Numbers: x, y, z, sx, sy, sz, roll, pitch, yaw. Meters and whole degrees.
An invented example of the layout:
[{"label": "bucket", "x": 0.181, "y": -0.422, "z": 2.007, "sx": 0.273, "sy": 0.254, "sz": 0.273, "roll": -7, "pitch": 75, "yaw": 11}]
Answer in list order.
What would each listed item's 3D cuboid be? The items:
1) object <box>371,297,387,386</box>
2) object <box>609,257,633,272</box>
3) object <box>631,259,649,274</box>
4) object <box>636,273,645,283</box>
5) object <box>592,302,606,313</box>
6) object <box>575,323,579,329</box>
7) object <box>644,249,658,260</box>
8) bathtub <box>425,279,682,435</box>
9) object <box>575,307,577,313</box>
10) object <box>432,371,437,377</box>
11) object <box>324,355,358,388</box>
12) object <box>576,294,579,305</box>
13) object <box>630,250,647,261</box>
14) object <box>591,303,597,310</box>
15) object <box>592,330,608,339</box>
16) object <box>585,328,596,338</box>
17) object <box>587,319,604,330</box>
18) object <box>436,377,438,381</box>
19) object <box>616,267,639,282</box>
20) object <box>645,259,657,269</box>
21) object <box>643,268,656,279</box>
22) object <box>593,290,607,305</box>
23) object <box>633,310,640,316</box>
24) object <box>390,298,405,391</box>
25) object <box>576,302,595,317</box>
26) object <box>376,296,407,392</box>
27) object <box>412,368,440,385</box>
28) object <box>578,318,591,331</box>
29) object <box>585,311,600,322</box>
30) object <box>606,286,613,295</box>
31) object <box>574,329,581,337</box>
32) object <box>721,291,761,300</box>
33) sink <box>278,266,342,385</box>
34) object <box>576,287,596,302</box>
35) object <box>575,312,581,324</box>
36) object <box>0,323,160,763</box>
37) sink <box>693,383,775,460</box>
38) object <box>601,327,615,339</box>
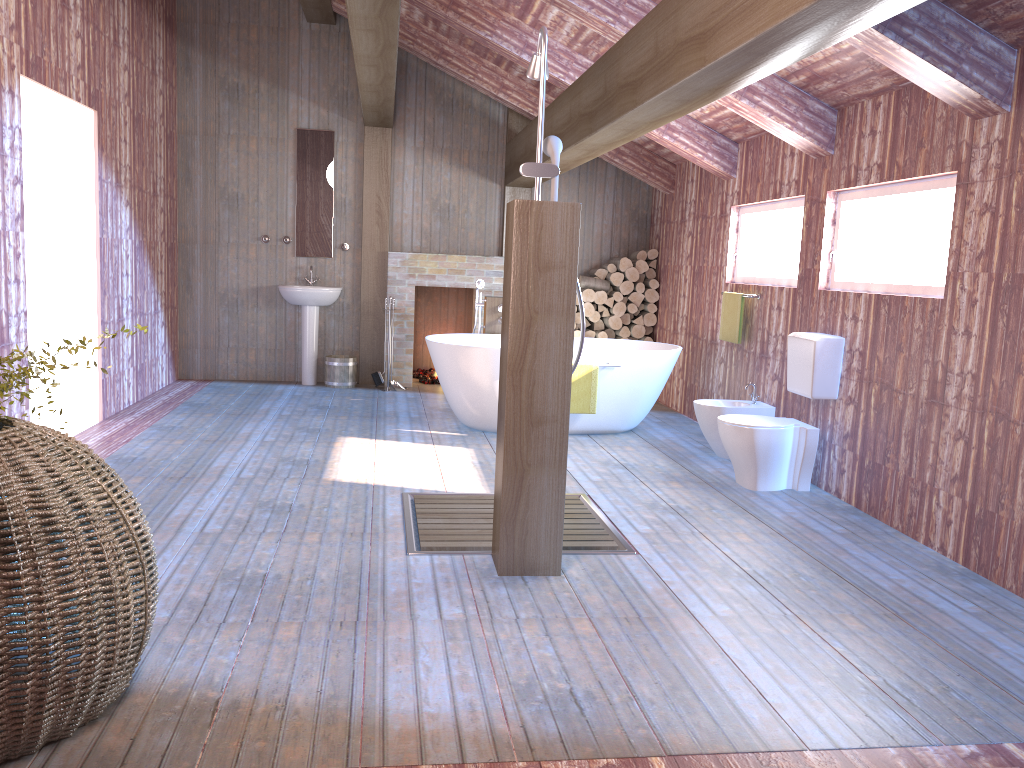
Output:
[{"label": "object", "x": -1.254, "y": -0.396, "z": 8.375, "sx": 0.136, "sy": 0.846, "sz": 0.062, "roll": -1, "pitch": 9, "yaw": -27}, {"label": "object", "x": 1.070, "y": -1.178, "z": 8.734, "sx": 0.135, "sy": 0.139, "sz": 0.456, "roll": 2, "pitch": 8, "yaw": -7}, {"label": "object", "x": 1.227, "y": -1.159, "z": 8.762, "sx": 0.133, "sy": 0.142, "sz": 0.456, "roll": 2, "pitch": 8, "yaw": -7}, {"label": "object", "x": 1.224, "y": -1.055, "z": 8.858, "sx": 0.132, "sy": 0.119, "sz": 0.319, "roll": 2, "pitch": 8, "yaw": -7}, {"label": "object", "x": 0.858, "y": -0.752, "z": 8.743, "sx": 0.088, "sy": 0.092, "sz": 0.280, "roll": 2, "pitch": 8, "yaw": -7}, {"label": "object", "x": 0.607, "y": -0.578, "z": 8.742, "sx": 0.064, "sy": 0.068, "sz": 0.174, "roll": 1, "pitch": 8, "yaw": -9}, {"label": "object", "x": 1.355, "y": -1.279, "z": 8.779, "sx": 0.112, "sy": 0.113, "sz": 0.271, "roll": 1, "pitch": 8, "yaw": -8}, {"label": "bathtub", "x": 0.306, "y": -0.211, "z": 6.812, "sx": 1.935, "sy": 1.109, "sz": 1.460, "roll": 4, "pitch": 8, "yaw": 13}, {"label": "object", "x": 0.553, "y": -0.746, "z": 8.694, "sx": 0.115, "sy": 0.123, "sz": 0.291, "roll": 2, "pitch": 8, "yaw": -7}, {"label": "object", "x": -0.727, "y": -0.187, "z": 9.280, "sx": 0.221, "sy": 0.306, "sz": 0.121, "roll": 5, "pitch": 8, "yaw": 19}, {"label": "object", "x": -1.638, "y": -0.118, "z": 8.491, "sx": 0.309, "sy": 0.290, "sz": 0.308, "roll": 3, "pitch": 8, "yaw": 2}, {"label": "object", "x": 0.608, "y": -0.836, "z": 8.704, "sx": 0.106, "sy": 0.112, "sz": 0.282, "roll": 2, "pitch": 8, "yaw": -7}, {"label": "object", "x": 1.248, "y": -1.258, "z": 8.766, "sx": 0.104, "sy": 0.121, "sz": 0.270, "roll": 2, "pitch": 8, "yaw": -7}, {"label": "object", "x": 0.786, "y": -0.761, "z": 8.716, "sx": 0.057, "sy": 0.061, "sz": 0.156, "roll": 1, "pitch": 8, "yaw": -9}, {"label": "object", "x": 0.840, "y": -0.490, "z": 8.777, "sx": 0.098, "sy": 0.100, "sz": 0.437, "roll": 1, "pitch": 8, "yaw": -10}, {"label": "object", "x": 0.738, "y": -0.490, "z": 8.767, "sx": 0.114, "sy": 0.120, "sz": 0.303, "roll": 2, "pitch": 8, "yaw": -7}, {"label": "object", "x": 0.836, "y": -0.599, "z": 8.863, "sx": 0.104, "sy": 0.127, "sz": 0.321, "roll": 2, "pitch": 8, "yaw": -8}, {"label": "object", "x": -0.663, "y": -0.058, "z": 9.148, "sx": 0.085, "sy": 0.084, "sz": 0.278, "roll": 9, "pitch": 10, "yaw": 38}, {"label": "object", "x": 1.120, "y": -1.084, "z": 8.737, "sx": 0.141, "sy": 0.143, "sz": 0.437, "roll": 1, "pitch": 8, "yaw": -10}, {"label": "object", "x": 1.353, "y": -1.196, "z": 8.806, "sx": 0.081, "sy": 0.100, "sz": 0.281, "roll": 1, "pitch": 8, "yaw": -8}, {"label": "object", "x": 1.342, "y": -1.098, "z": 8.803, "sx": 0.107, "sy": 0.115, "sz": 0.269, "roll": 2, "pitch": 8, "yaw": -7}, {"label": "object", "x": 0.820, "y": -0.864, "z": 8.726, "sx": 0.138, "sy": 0.147, "sz": 0.440, "roll": 2, "pitch": 8, "yaw": -8}, {"label": "object", "x": 1.209, "y": -0.715, "z": 8.788, "sx": 0.067, "sy": 0.069, "sz": 0.177, "roll": 1, "pitch": 8, "yaw": -8}, {"label": "object", "x": -1.108, "y": -0.378, "z": 8.386, "sx": 0.206, "sy": 0.871, "sz": 0.126, "roll": 8, "pitch": 9, "yaw": 34}, {"label": "object", "x": 0.689, "y": -0.744, "z": 8.718, "sx": 0.141, "sy": 0.143, "sz": 0.437, "roll": 1, "pitch": 8, "yaw": -10}, {"label": "object", "x": -1.192, "y": -0.391, "z": 8.438, "sx": 0.276, "sy": 0.888, "sz": 0.333, "roll": 8, "pitch": 9, "yaw": 33}, {"label": "object", "x": -0.690, "y": -0.087, "z": 9.457, "sx": 0.829, "sy": 0.085, "sz": 0.935, "roll": -1, "pitch": 9, "yaw": -26}, {"label": "object", "x": 0.689, "y": -0.617, "z": 8.837, "sx": 0.128, "sy": 0.150, "sz": 0.323, "roll": 1, "pitch": 8, "yaw": -8}, {"label": "object", "x": 0.783, "y": -0.678, "z": 8.739, "sx": 0.115, "sy": 0.123, "sz": 0.291, "roll": 2, "pitch": 8, "yaw": -7}, {"label": "object", "x": 0.911, "y": -0.951, "z": 8.823, "sx": 0.121, "sy": 0.124, "sz": 0.291, "roll": 2, "pitch": 8, "yaw": -7}, {"label": "object", "x": 0.594, "y": -0.487, "z": 8.759, "sx": 0.139, "sy": 0.148, "sz": 0.458, "roll": 2, "pitch": 8, "yaw": -8}, {"label": "object", "x": 1.654, "y": -0.652, "z": 6.474, "sx": 0.091, "sy": 0.043, "sz": 0.581, "roll": 2, "pitch": 8, "yaw": -8}, {"label": "sink", "x": -1.920, "y": -0.548, "z": 8.415, "sx": 0.582, "sy": 1.143, "sz": 0.475, "roll": 1, "pitch": 8, "yaw": -9}, {"label": "object", "x": 0.707, "y": -0.880, "z": 8.708, "sx": 0.135, "sy": 0.145, "sz": 0.439, "roll": 2, "pitch": 8, "yaw": -8}, {"label": "object", "x": 0.604, "y": -0.658, "z": 8.730, "sx": 0.111, "sy": 0.113, "sz": 0.301, "roll": 1, "pitch": 8, "yaw": -9}, {"label": "object", "x": -1.449, "y": 0.342, "z": 2.327, "sx": 0.972, "sy": 1.073, "sz": 0.970, "roll": -1, "pitch": 9, "yaw": -28}, {"label": "sink", "x": 1.478, "y": 0.244, "z": 6.012, "sx": 0.515, "sy": 0.517, "sz": 0.335, "roll": 2, "pitch": 8, "yaw": -7}, {"label": "object", "x": 0.938, "y": -0.511, "z": 8.890, "sx": 0.116, "sy": 0.118, "sz": 0.289, "roll": 1, "pitch": 8, "yaw": -10}]
